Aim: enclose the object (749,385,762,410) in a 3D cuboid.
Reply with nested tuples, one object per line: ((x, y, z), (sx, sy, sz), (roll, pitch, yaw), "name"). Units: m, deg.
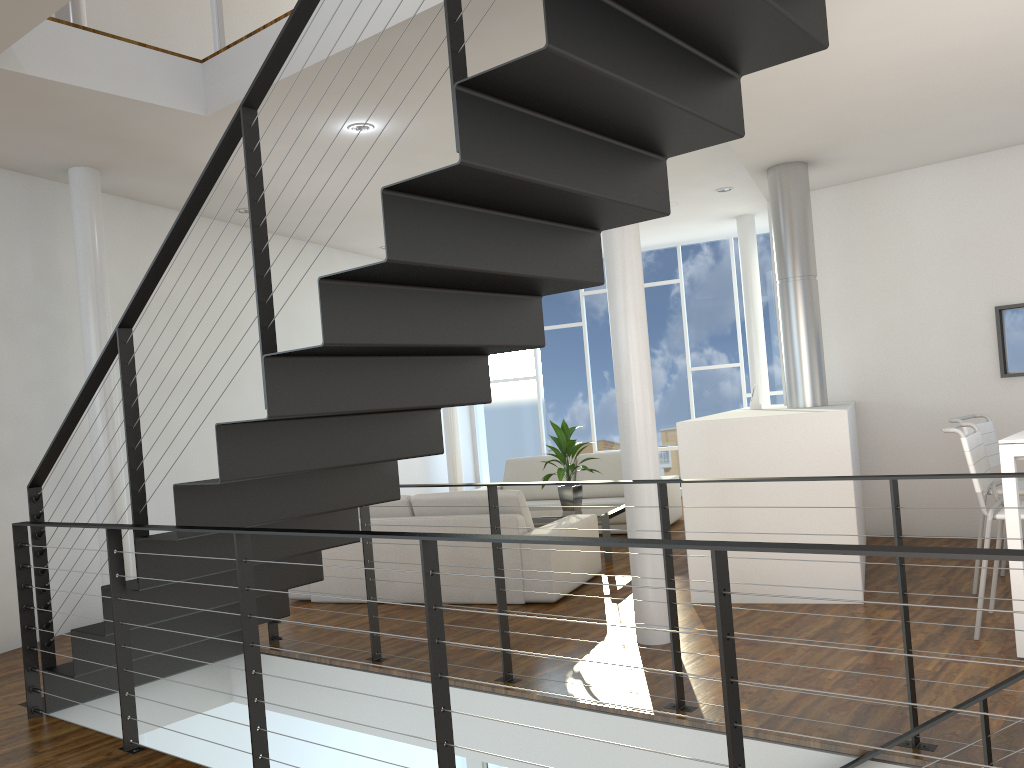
((1.497, 0.081, 5.467), (0.061, 0.151, 0.100), (-5, -1, 9), "object")

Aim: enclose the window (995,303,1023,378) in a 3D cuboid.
((3.602, -0.325, 4.477), (2.026, 0.407, 0.165), (-6, -1, 38), "window")

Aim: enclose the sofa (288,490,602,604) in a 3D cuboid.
((-0.392, 0.861, 4.990), (1.612, 0.565, 0.802), (-5, -1, 23), "sofa")

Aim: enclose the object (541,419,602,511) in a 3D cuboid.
((0.374, 0.519, 5.757), (0.432, 0.601, 0.458), (-5, -1, 8), "object")

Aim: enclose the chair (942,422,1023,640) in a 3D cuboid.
((1.936, 0.517, 3.241), (0.556, 0.765, 0.427), (-5, -1, 35), "chair")

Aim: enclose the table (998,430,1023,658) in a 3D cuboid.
((2.348, 0.496, 3.263), (0.701, 0.720, 1.399), (-6, -2, 38), "table")

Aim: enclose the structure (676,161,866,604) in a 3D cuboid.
((1.605, -0.112, 5.262), (0.751, 2.205, 2.749), (-5, -1, 22), "structure")

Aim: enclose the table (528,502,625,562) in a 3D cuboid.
((-0.006, 1.003, 5.978), (1.609, 0.284, 0.661), (-6, -2, 23), "table")

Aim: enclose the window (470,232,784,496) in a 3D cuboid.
((0.993, -1.651, 8.771), (3.418, 5.634, 0.090), (-5, 0, 22), "window")

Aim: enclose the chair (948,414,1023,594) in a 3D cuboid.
((2.273, 0.506, 3.848), (0.556, 0.765, 0.427), (-6, -1, 44), "chair")

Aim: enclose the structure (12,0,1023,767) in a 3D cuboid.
((0.065, 0.559, 2.420), (4.366, 6.296, 1.093), (-5, -1, 39), "structure")

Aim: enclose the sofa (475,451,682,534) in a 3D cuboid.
((0.439, 0.849, 6.959), (1.612, 0.565, 0.802), (-5, -1, 24), "sofa")
